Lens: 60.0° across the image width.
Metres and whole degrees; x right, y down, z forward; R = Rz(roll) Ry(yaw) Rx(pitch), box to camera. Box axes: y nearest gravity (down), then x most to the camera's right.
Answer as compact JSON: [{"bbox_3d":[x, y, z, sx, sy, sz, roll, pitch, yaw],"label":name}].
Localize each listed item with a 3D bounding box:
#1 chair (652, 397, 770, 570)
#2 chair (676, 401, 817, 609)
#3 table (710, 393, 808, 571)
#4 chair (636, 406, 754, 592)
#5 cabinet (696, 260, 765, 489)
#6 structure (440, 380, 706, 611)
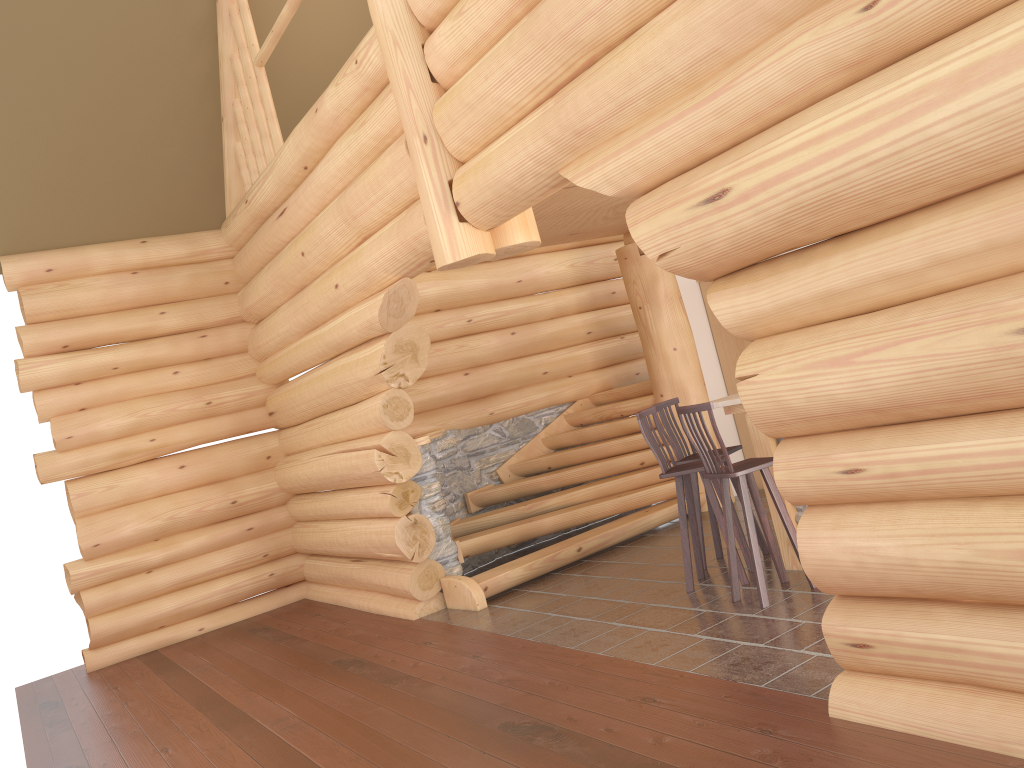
[{"bbox_3d":[1.530,0.733,6.842,0.504,1.319,0.406,-15,-1,39],"label":"chair"},{"bbox_3d":[1.508,0.721,5.709,0.504,1.319,0.406,-14,-1,-21],"label":"chair"},{"bbox_3d":[2.772,0.424,5.394,1.196,1.257,3.220,-14,-1,-31],"label":"table"},{"bbox_3d":[1.321,0.779,6.366,0.504,1.319,0.406,-15,-1,27],"label":"chair"},{"bbox_3d":[3.262,-0.224,10.016,1.847,2.403,0.670,-14,-1,-31],"label":"cabinet"},{"bbox_3d":[0.340,0.913,9.238,3.604,1.643,1.951,-14,-1,-37],"label":"structure"}]
